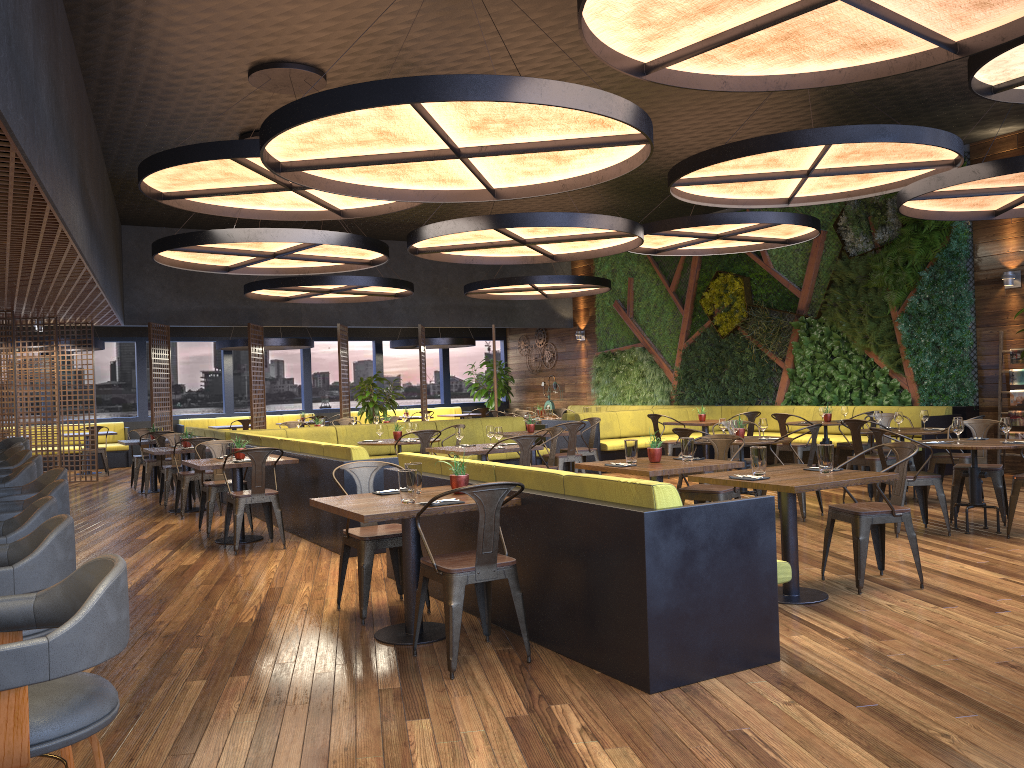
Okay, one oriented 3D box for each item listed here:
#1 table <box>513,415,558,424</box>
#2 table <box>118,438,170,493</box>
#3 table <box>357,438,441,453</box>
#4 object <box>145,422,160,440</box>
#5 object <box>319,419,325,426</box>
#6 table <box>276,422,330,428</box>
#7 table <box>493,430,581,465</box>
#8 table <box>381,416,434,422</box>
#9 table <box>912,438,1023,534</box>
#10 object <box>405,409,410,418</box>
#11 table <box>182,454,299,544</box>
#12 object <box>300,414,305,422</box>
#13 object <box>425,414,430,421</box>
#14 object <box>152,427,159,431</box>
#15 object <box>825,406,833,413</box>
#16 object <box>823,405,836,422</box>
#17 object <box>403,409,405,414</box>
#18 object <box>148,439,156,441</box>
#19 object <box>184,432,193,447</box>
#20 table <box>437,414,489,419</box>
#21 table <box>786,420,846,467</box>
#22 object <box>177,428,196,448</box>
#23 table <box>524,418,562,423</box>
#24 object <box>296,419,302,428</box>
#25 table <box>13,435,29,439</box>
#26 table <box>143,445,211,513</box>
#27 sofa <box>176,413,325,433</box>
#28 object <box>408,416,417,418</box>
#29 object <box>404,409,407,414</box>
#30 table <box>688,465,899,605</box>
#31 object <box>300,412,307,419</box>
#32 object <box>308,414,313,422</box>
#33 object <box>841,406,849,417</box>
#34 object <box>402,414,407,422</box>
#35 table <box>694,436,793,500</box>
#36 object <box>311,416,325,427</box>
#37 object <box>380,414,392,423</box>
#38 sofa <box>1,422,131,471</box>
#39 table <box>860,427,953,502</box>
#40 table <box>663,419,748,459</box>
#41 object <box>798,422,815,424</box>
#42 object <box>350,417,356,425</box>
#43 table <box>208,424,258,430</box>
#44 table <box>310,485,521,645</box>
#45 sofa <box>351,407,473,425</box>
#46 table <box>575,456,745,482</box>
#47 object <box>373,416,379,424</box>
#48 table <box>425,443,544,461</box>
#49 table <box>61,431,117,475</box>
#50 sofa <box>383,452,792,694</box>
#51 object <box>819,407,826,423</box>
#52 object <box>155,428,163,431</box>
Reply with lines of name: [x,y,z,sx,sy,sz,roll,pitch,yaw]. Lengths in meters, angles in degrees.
table: [0.555,1.028,17.941,0.887,0.763,0.906,-2,0,-30]
table: [-5.294,1.210,13.137,0.887,0.763,0.906,-2,0,-30]
table: [-1.359,1.069,10.803,1.007,0.760,1.007,-2,0,8]
object: [-5.293,0.691,13.139,0.260,0.271,0.238,-2,0,-28]
object: [-2.987,0.651,13.947,0.097,0.206,0.097,-2,0,16]
table: [-4.429,1.199,18.804,0.906,0.763,0.887,-2,0,-30]
table: [0.286,1.017,11.625,0.887,0.763,0.906,-2,0,-30]
table: [-2.351,1.133,20.004,0.906,0.763,0.887,-2,0,-30]
table: [3.976,0.879,7.611,1.007,0.760,1.007,-2,0,-37]
object: [-2.334,0.659,19.828,0.102,0.178,0.102,-2,0,-44]
table: [-2.593,1.103,8.462,0.887,0.763,0.906,-2,0,-30]
object: [-4.395,0.725,18.640,0.102,0.178,0.102,-2,0,-44]
object: [-1.414,0.601,14.855,0.097,0.206,0.097,-2,0,16]
object: [-5.351,0.740,13.305,0.102,0.178,0.102,-2,0,-14]
object: [4.287,0.400,11.995,0.097,0.206,0.097,-2,0,-10]
object: [4.187,0.368,11.805,0.260,0.271,0.238,-2,0,9]
object: [-2.425,0.664,20.176,0.102,0.178,0.102,-2,0,-44]
object: [-5.182,0.812,12.847,0.255,0.019,0.157,-2,0,-30]
object: [-3.999,0.687,10.960,0.102,0.178,0.102,-2,0,-44]
table: [-1.138,1.094,20.700,0.887,0.763,0.906,-2,0,-30]
table: [4.181,0.886,11.790,1.007,0.760,1.007,-2,0,28]
object: [-3.956,0.638,10.820,0.260,0.271,0.238,-2,0,-28]
table: [0.637,1.019,16.039,0.887,0.763,0.906,-2,0,-30]
object: [-3.392,0.665,14.104,0.097,0.206,0.097,-2,0,16]
table: [-9.189,1.350,16.051,0.887,0.763,0.906,-2,0,-30]
table: [-3.941,1.156,10.801,0.887,0.763,0.906,-2,0,-30]
sofa: [-5.716,1.169,19.575,3.061,0.914,0.966,-2,0,-30]
object: [-2.208,0.735,19.716,0.255,0.019,0.157,-2,0,-30]
object: [-2.390,0.616,19.995,0.238,0.271,0.260,-2,0,-8]
table: [1.756,0.948,5.552,0.906,0.763,0.887,-2,0,-30]
object: [-4.433,0.680,18.821,0.238,0.271,0.260,-2,0,-8]
object: [-4.267,0.721,18.826,0.102,0.178,0.102,-2,0,-44]
object: [4.384,0.396,11.682,0.097,0.206,0.097,-2,0,24]
object: [-1.819,0.615,15.012,0.097,0.206,0.097,-2,0,16]
table: [2.336,0.939,8.993,1.007,0.760,1.007,-2,0,-42]
object: [-3.100,0.620,14.131,0.238,0.271,0.260,-2,0,-8]
object: [-2.084,0.588,14.718,0.238,0.271,0.260,-2,0,-8]
sofa: [-9.243,1.281,17.539,3.061,0.914,0.966,-2,0,-30]
table: [4.229,0.877,9.592,1.007,0.760,1.007,-2,0,28]
table: [2.883,0.934,13.125,0.887,0.763,0.906,-2,0,-30]
object: [3.896,0.506,11.645,0.255,0.019,0.157,-2,0,-32]
object: [-2.606,0.640,14.558,0.097,0.206,0.097,-2,0,16]
table: [-5.640,1.237,18.101,0.887,0.763,0.906,-2,0,-30]
table: [-0.547,1.023,4.975,0.906,0.763,0.887,-2,0,-30]
sofa: [-2.436,1.065,21.469,3.061,0.914,0.966,-2,0,-30]
table: [1.108,0.973,6.674,0.887,0.763,0.906,-2,0,-30]
object: [-2.201,0.626,14.401,0.097,0.206,0.097,-2,0,16]
table: [-0.280,1.028,9.109,0.906,0.763,0.887,-2,0,-30]
table: [-7.977,1.312,16.751,0.887,0.763,0.906,-2,0,-30]
sofa: [0.245,0.923,5.461,0.966,0.914,3.061,-2,0,-30]
object: [4.059,0.407,11.593,0.097,0.206,0.097,-2,0,-40]
object: [-5.183,0.733,13.031,0.102,0.178,0.102,-2,0,-24]
